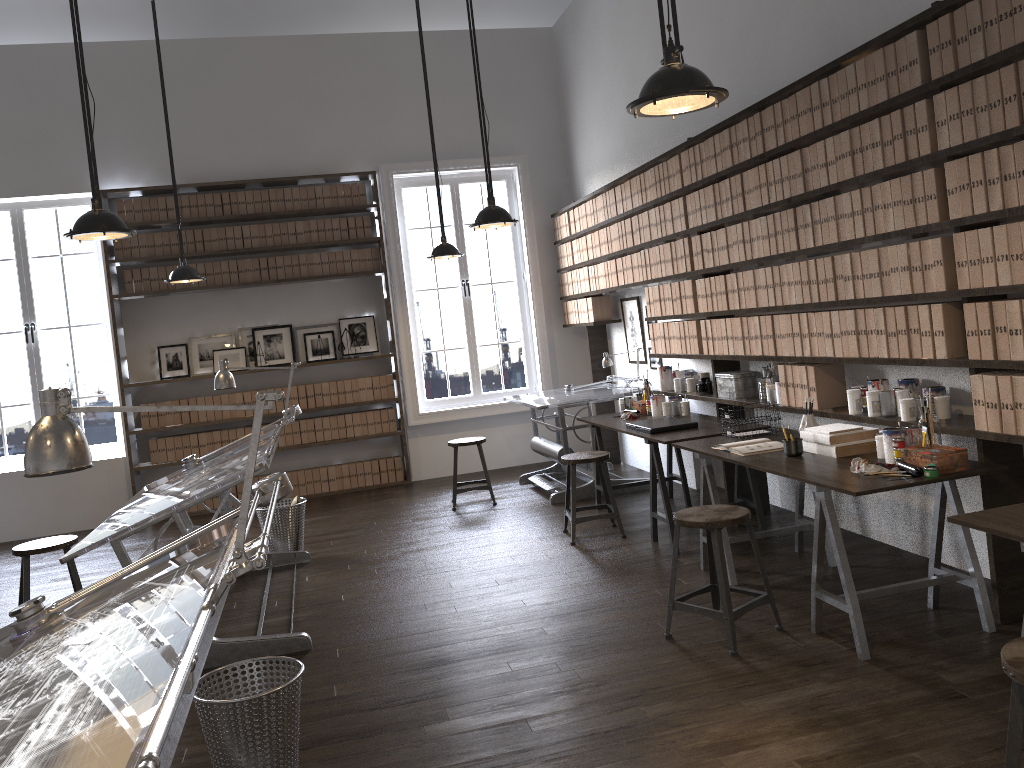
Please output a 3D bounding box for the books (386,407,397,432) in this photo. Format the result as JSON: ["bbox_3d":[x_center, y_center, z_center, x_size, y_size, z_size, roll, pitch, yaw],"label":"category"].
[{"bbox_3d":[-1.167,0.343,8.591,0.067,0.225,0.174,-7,2,-13],"label":"books"}]

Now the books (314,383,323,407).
[{"bbox_3d":[-1.844,0.104,8.443,0.067,0.225,0.174,-7,2,-13],"label":"books"}]

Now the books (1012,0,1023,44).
[{"bbox_3d":[1.813,-1.284,3.036,0.175,0.225,0.067,-7,1,-13],"label":"books"}]

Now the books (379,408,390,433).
[{"bbox_3d":[-1.236,0.352,8.579,0.067,0.225,0.174,-7,2,-13],"label":"books"}]

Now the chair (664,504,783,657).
[{"bbox_3d":[0.872,0.807,3.749,0.359,0.527,0.371,-8,2,-39],"label":"chair"}]

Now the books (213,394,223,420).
[{"bbox_3d":[-2.728,0.216,8.240,0.067,0.225,0.174,-7,2,-13],"label":"books"}]

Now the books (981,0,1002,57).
[{"bbox_3d":[1.788,-1.290,3.172,0.174,0.225,0.066,-7,1,-13],"label":"books"}]

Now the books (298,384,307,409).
[{"bbox_3d":[-1.989,0.122,8.410,0.067,0.225,0.174,-7,2,-13],"label":"books"}]

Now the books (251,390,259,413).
[{"bbox_3d":[-2.399,0.174,8.314,0.067,0.225,0.174,-7,2,-13],"label":"books"}]

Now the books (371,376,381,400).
[{"bbox_3d":[-1.315,0.037,8.564,0.067,0.225,0.174,-7,2,-13],"label":"books"}]

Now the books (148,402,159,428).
[{"bbox_3d":[-3.272,0.285,8.108,0.067,0.225,0.174,-7,2,-13],"label":"books"}]

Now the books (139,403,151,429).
[{"bbox_3d":[-3.343,0.294,8.095,0.067,0.225,0.174,-7,2,-13],"label":"books"}]

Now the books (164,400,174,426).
[{"bbox_3d":[-3.142,0.269,8.143,0.067,0.225,0.174,-7,2,-13],"label":"books"}]

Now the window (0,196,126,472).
[{"bbox_3d":[-4.320,-0.432,7.973,1.484,2.495,0.153,-7,1,-13],"label":"window"}]

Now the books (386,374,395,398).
[{"bbox_3d":[-1.183,0.021,8.589,0.067,0.225,0.174,-7,2,-13],"label":"books"}]

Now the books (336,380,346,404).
[{"bbox_3d":[-1.638,0.078,8.490,0.067,0.225,0.174,-7,2,-13],"label":"books"}]

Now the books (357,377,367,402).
[{"bbox_3d":[-1.447,0.054,8.531,0.067,0.225,0.174,-7,2,-13],"label":"books"}]

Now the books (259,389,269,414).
[{"bbox_3d":[-2.331,0.166,8.332,0.067,0.225,0.174,-7,2,-13],"label":"books"}]

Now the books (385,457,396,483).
[{"bbox_3d":[-1.177,0.829,8.588,0.067,0.225,0.174,-7,2,-13],"label":"books"}]

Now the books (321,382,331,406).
[{"bbox_3d":[-1.774,0.096,8.454,0.067,0.225,0.174,-7,2,-13],"label":"books"}]

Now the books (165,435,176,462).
[{"bbox_3d":[-3.126,0.591,8.142,0.067,0.225,0.174,-7,2,-13],"label":"books"}]

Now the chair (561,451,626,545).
[{"bbox_3d":[0.499,0.718,5.688,0.358,0.527,0.372,-6,2,-4],"label":"chair"}]

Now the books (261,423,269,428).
[{"bbox_3d":[-2.312,0.488,8.332,0.067,0.225,0.174,-7,2,-13],"label":"books"}]

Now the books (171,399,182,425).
[{"bbox_3d":[-3.079,0.261,8.160,0.067,0.225,0.174,-7,2,-13],"label":"books"}]

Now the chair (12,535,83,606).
[{"bbox_3d":[-2.470,1.111,4.750,0.373,0.527,0.358,-8,2,-34],"label":"chair"}]

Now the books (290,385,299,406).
[{"bbox_3d":[-2.062,0.132,8.391,0.067,0.225,0.174,-7,2,-13],"label":"books"}]

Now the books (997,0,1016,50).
[{"bbox_3d":[1.804,-1.288,3.103,0.175,0.225,0.066,-7,1,-13],"label":"books"}]

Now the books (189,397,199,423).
[{"bbox_3d":[-2.934,0.242,8.193,0.067,0.225,0.174,-7,2,-13],"label":"books"}]

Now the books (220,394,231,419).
[{"bbox_3d":[-2.661,0.208,8.249,0.067,0.225,0.174,-7,2,-13],"label":"books"}]

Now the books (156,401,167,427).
[{"bbox_3d":[-3.202,0.277,8.124,0.067,0.225,0.174,-7,2,-13],"label":"books"}]

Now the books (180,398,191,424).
[{"bbox_3d":[-3.006,0.252,8.171,0.067,0.225,0.174,-7,2,-13],"label":"books"}]

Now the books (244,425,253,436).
[{"bbox_3d":[-2.457,0.506,8.299,0.067,0.225,0.174,-7,2,-13],"label":"books"}]

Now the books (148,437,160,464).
[{"bbox_3d":[-3.266,0.609,8.106,0.067,0.225,0.174,-7,2,-13],"label":"books"}]

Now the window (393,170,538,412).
[{"bbox_3d":[-0.455,-0.922,8.738,1.246,2.307,0.153,-7,1,-13],"label":"window"}]

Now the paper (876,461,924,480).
[{"bbox_3d":[1.481,0.332,3.404,0.137,0.038,0.155,-6,4,2],"label":"paper"}]

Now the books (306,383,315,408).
[{"bbox_3d":[-1.916,0.113,8.421,0.067,0.225,0.174,-7,2,-13],"label":"books"}]

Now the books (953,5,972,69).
[{"bbox_3d":[1.757,-1.296,3.311,0.175,0.225,0.066,-7,1,-13],"label":"books"}]

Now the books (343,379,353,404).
[{"bbox_3d":[-1.571,0.070,8.499,0.067,0.225,0.174,-7,2,-13],"label":"books"}]

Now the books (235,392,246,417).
[{"bbox_3d":[-2.536,0.192,8.281,0.067,0.225,0.174,-7,2,-13],"label":"books"}]

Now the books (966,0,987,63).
[{"bbox_3d":[1.768,-1.293,3.241,0.174,0.225,0.066,-7,1,-13],"label":"books"}]

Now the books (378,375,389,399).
[{"bbox_3d":[-1.247,0.028,8.581,0.067,0.225,0.174,-7,2,-13],"label":"books"}]

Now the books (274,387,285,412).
[{"bbox_3d":[-2.192,0.149,8.356,0.067,0.225,0.174,-7,2,-13],"label":"books"}]

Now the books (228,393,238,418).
[{"bbox_3d":[-2.598,0.200,8.268,0.067,0.225,0.174,-7,2,-13],"label":"books"}]

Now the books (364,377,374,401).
[{"bbox_3d":[-1.382,0.046,8.544,0.067,0.225,0.174,-7,2,-13],"label":"books"}]

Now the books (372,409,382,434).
[{"bbox_3d":[-1.305,0.360,8.563,0.067,0.225,0.174,-7,2,-13],"label":"books"}]

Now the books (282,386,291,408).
[{"bbox_3d":[-2.122,0.140,8.372,0.067,0.225,0.174,-7,2,-13],"label":"books"}]

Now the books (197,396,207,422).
[{"bbox_3d":[-2.864,0.234,8.204,0.067,0.225,0.174,-7,2,-13],"label":"books"}]

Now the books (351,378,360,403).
[{"bbox_3d":[-1.508,0.062,8.519,0.067,0.225,0.174,-7,2,-13],"label":"books"}]

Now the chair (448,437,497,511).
[{"bbox_3d":[-0.335,0.712,7.149,0.358,0.527,0.372,-6,2,-4],"label":"chair"}]

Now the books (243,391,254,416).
[{"bbox_3d":[-2.466,0.183,8.295,0.067,0.225,0.174,-7,2,-13],"label":"books"}]

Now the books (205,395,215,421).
[{"bbox_3d":[-2.797,0.225,8.224,0.067,0.225,0.174,-7,2,-13],"label":"books"}]

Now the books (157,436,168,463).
[{"bbox_3d":[-3.196,0.600,8.122,0.067,0.225,0.174,-7,2,-13],"label":"books"}]

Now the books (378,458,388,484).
[{"bbox_3d":[-1.248,0.839,8.566,0.067,0.225,0.174,-7,2,-13],"label":"books"}]

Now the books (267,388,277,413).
[{"bbox_3d":[-2.263,0.157,8.344,0.067,0.225,0.174,-7,2,-13],"label":"books"}]

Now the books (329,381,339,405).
[{"bbox_3d":[-1.707,0.087,8.474,0.067,0.225,0.174,-7,2,-13],"label":"books"}]

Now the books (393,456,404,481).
[{"bbox_3d":[-1.103,0.820,8.602,0.067,0.225,0.174,-7,2,-13],"label":"books"}]

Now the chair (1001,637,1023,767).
[{"bbox_3d":[1.301,0.877,1.989,0.373,0.527,0.357,-8,3,-44],"label":"chair"}]

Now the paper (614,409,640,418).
[{"bbox_3d":[0.813,0.210,6.324,0.138,0.038,0.155,-8,4,-27],"label":"paper"}]
